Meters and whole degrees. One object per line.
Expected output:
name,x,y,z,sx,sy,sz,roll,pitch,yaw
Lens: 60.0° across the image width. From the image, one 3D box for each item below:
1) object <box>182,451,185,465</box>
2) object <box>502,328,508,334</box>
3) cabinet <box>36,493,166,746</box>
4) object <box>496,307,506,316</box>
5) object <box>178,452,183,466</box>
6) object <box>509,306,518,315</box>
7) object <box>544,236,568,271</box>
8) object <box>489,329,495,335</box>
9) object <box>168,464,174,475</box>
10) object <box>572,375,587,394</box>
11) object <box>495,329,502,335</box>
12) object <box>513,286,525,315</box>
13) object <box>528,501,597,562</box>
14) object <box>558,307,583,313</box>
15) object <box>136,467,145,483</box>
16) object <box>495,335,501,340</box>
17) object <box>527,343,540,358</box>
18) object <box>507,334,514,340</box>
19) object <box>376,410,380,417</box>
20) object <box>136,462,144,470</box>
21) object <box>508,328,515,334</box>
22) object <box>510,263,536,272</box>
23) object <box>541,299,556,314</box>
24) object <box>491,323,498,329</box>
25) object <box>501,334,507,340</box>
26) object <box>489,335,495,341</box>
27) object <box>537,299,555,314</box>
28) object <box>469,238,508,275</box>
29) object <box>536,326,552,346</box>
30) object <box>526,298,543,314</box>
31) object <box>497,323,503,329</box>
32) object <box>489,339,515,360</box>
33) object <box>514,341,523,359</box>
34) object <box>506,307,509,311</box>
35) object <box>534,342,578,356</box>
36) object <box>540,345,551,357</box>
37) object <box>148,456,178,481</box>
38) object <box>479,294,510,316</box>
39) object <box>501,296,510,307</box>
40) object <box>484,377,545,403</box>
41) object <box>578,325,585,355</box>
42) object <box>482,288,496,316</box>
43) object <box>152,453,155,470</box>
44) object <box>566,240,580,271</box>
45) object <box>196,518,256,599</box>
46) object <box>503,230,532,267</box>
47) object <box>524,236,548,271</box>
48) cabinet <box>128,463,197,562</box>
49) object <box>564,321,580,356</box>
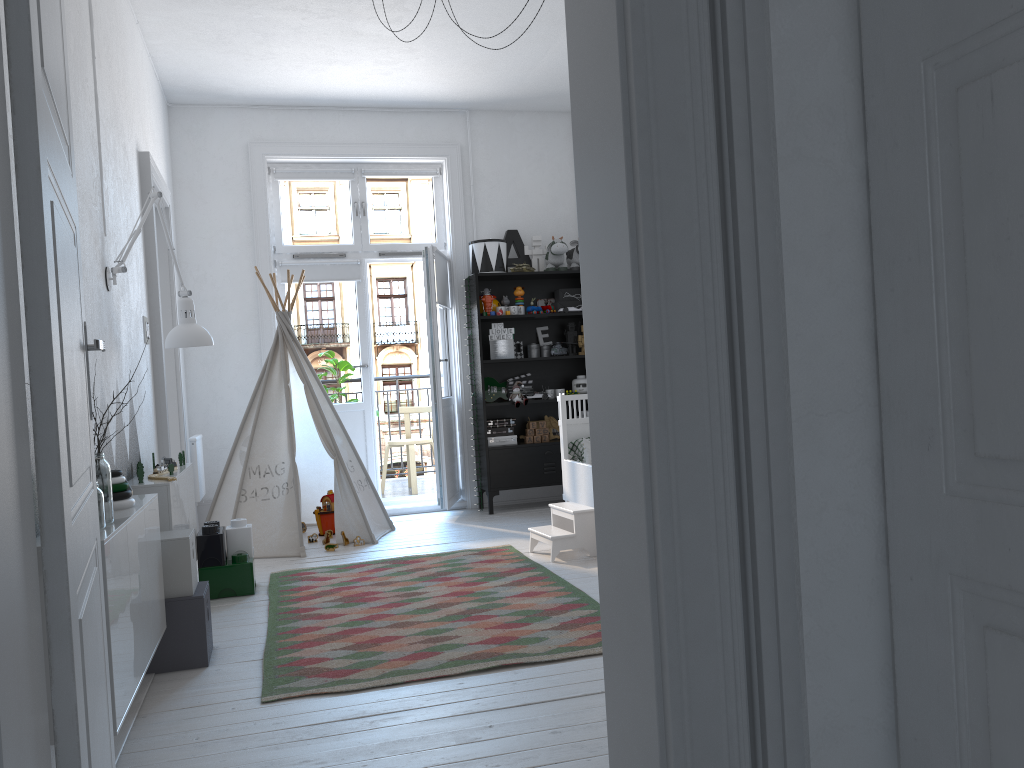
object,-1.538,0.345,4.154,0.009,0.067,0.054,-4,1,-24
object,-0.048,-0.371,6.253,0.040,0.040,0.040,-3,1,15
cabinet,-1.139,0.595,2.490,0.182,0.454,0.970,-4,1,-15
object,-0.077,-0.512,6.275,0.067,0.067,0.067,-4,1,-14
object,-1.526,0.346,4.087,0.007,0.063,0.029,-3,1,12
object,0.011,-0.517,6.284,0.067,0.067,0.067,-4,1,-14
object,0.312,-0.925,6.394,0.154,0.253,0.370,-4,1,-7
object,-0.139,-0.365,6.253,0.040,0.040,0.040,-3,1,-5
object,-1.403,0.351,3.653,0.006,0.046,0.037,-3,1,12
object,0.511,0.018,6.496,0.139,0.162,0.139,-4,1,-40
object,-0.093,-0.368,6.253,0.040,0.040,0.040,-3,1,5
object,0.054,-0.593,6.335,0.077,0.213,0.077,-3,1,19
object,0.273,0.770,4.665,0.288,0.245,0.332,-4,1,-20
object,0.440,-0.534,6.390,0.230,0.048,0.098,-4,1,-25
object,-1.410,0.345,3.367,0.007,0.063,0.029,-3,1,38
object,-0.103,-0.327,6.261,0.040,0.040,0.040,-4,1,-10
object,0.160,-0.243,6.513,0.095,0.110,0.095,-4,1,-10
object,-0.013,-0.333,6.254,0.040,0.040,0.040,-3,1,15
object,-1.456,0.332,7.440,0.720,1.225,0.489,-3,1,-5
object,-1.525,0.350,3.639,0.007,0.063,0.029,-3,1,38
object,-0.004,-0.374,6.253,0.040,0.040,0.040,-3,1,10
object,0.066,-0.837,6.341,0.121,0.100,0.338,-3,1,20
object,0.257,-0.562,6.433,0.087,0.112,0.122,-4,1,-44
object,-0.124,-0.407,6.252,0.040,0.040,0.040,-4,1,-10
object,-0.059,-0.330,6.254,0.040,0.040,0.040,-3,1,0
object,-0.142,-0.325,6.254,0.040,0.040,0.040,-3,1,0
object,0.359,-0.575,6.622,0.347,0.132,0.037,-4,1,-15
object,-0.153,-0.904,6.395,0.272,0.259,0.395,-3,1,14
object,0.239,-0.353,6.579,0.107,0.151,0.055,-4,1,-15
object,0.162,-0.556,6.364,0.121,0.126,0.087,-4,1,-38
object,-0.082,-0.409,6.252,0.040,0.040,0.040,-3,1,-5
object,-0.070,-0.242,6.291,0.170,0.138,0.124,-3,1,0
object,0.045,-0.248,6.518,0.070,0.135,0.028,-4,1,-15
object,-0.037,-0.515,6.332,0.067,0.067,0.067,-4,1,-41
object,0.336,-0.251,6.440,0.367,0.106,0.349,-4,0,-13
object,0.277,-0.242,6.458,0.078,0.091,0.246,-4,1,-20
object,-1.488,0.355,3.787,0.111,0.047,0.902,-4,0,-20
object,-0.151,-0.572,6.329,0.197,0.197,0.318,-4,1,-19
object,-0.045,-0.561,6.436,0.063,0.160,0.063,-4,1,-36
object,0.017,0.056,6.501,0.542,0.239,0.093,-4,1,-14
object,0.538,-0.321,6.483,0.114,0.221,0.052,-4,1,-15
object,-0.166,-0.575,6.252,0.105,0.203,0.072,-4,1,-7
object,-1.575,0.342,3.898,0.009,0.081,0.037,-4,1,-21
object,0.458,-0.934,6.437,0.211,0.253,0.386,-4,1,-31
object,-1.359,0.823,4.222,0.246,0.332,0.246,-4,1,-15
object,0.010,-0.957,6.515,0.343,0.344,0.057,-4,1,-15
object,0.186,-0.941,6.531,0.190,0.290,0.065,-4,1,-10
cabinet,-1.482,0.606,3.769,0.182,0.454,0.970,-4,1,-15
object,0.447,-0.335,6.523,0.117,0.259,0.081,-4,1,-15
